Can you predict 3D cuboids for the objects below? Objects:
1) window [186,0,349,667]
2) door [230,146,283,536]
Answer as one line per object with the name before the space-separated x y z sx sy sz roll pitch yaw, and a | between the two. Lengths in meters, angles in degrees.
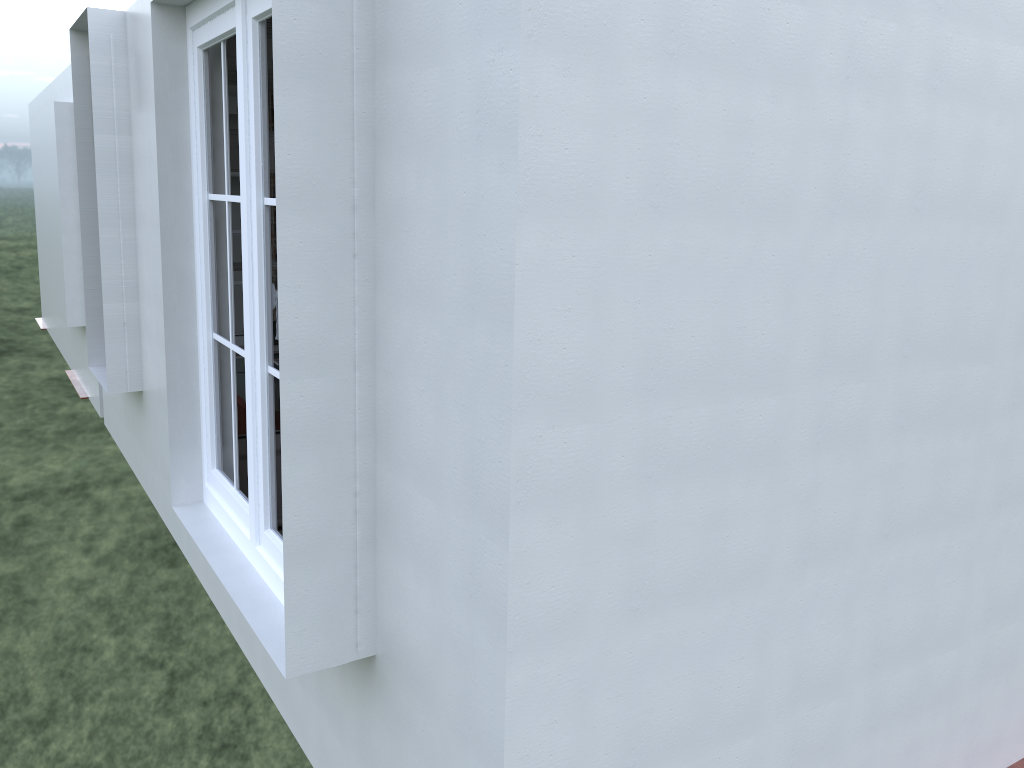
window | -0.831 -0.337 2.974 0.127 1.966 1.539 -5 12 -31
door | -1.028 -0.131 4.698 1.163 2.162 0.041 -5 11 -32
